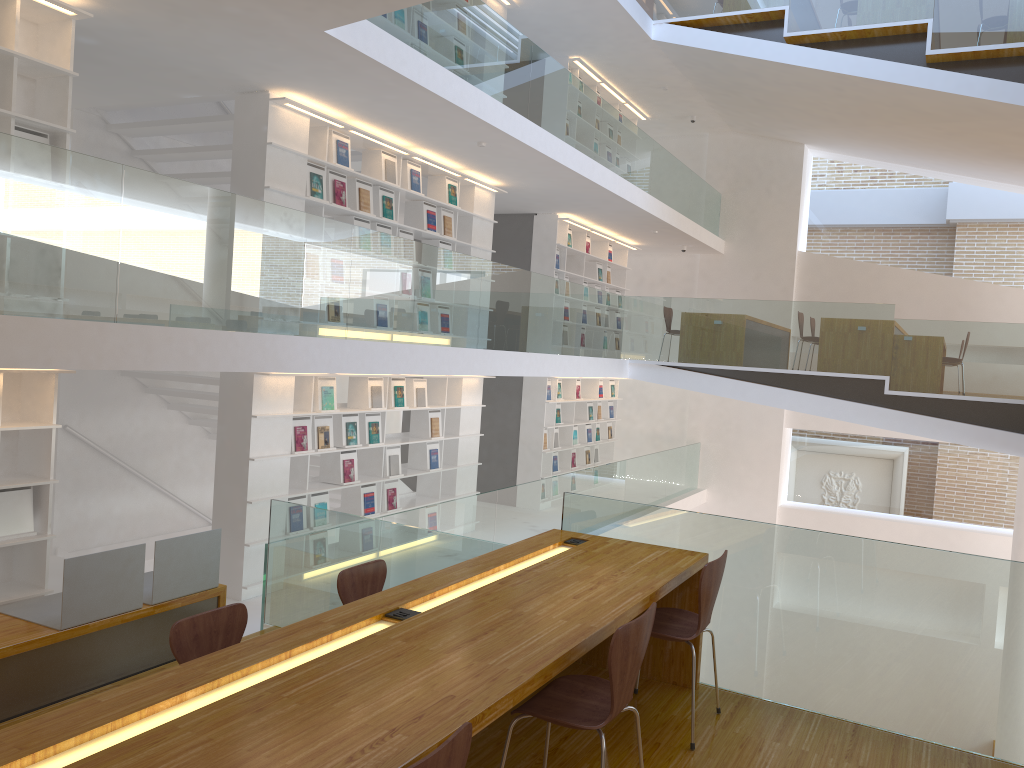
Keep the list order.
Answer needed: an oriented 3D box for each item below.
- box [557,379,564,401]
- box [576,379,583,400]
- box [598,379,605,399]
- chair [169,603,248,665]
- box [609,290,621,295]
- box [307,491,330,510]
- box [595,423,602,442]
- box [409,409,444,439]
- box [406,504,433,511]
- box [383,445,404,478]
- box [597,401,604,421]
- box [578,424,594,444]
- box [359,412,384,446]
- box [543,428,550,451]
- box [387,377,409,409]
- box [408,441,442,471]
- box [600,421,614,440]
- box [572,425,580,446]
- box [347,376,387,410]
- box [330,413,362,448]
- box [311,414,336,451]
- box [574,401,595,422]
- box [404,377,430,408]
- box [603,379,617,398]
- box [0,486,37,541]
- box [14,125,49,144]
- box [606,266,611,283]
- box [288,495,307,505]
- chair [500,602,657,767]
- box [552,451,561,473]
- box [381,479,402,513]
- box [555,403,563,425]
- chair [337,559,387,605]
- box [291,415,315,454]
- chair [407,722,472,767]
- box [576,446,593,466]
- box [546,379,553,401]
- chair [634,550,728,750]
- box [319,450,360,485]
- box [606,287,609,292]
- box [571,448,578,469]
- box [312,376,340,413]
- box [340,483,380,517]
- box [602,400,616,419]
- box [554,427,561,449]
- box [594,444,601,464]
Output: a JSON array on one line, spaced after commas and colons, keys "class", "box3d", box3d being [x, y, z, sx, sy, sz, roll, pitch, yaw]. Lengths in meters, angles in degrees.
[{"class": "box", "box3d": [0.554, 0.072, 12.150, 0.274, 0.296, 0.245, 5, 2, 26]}, {"class": "box", "box3d": [0.859, 0.070, 12.755, 0.274, 0.296, 0.245, 5, 2, 26]}, {"class": "box", "box3d": [1.269, 0.070, 13.581, 0.274, 0.296, 0.245, 5, 2, 26]}, {"class": "chair", "box3d": [-1.023, 1.226, 3.314, 0.381, 0.693, 0.428, 5, 2, 26]}, {"class": "box", "box3d": [1.595, -1.332, 14.004, 0.274, 0.296, 0.245, 5, 2, 26]}, {"class": "box", "box3d": [-1.719, 1.065, 7.620, 0.274, 0.296, 0.245, 5, 2, 26]}, {"class": "box", "box3d": [1.221, 0.725, 13.594, 0.274, 0.296, 0.245, 5, 2, 26]}, {"class": "box", "box3d": [-0.874, 0.408, 9.204, 0.274, 0.296, 0.245, 5, 2, 26]}, {"class": "box", "box3d": [-0.927, 1.391, 9.261, 0.274, 0.296, 0.245, 5, 2, 26]}, {"class": "box", "box3d": [-1.218, 0.736, 8.569, 0.274, 0.296, 0.245, 5, 2, 26]}, {"class": "box", "box3d": [1.247, 0.397, 13.592, 0.274, 0.296, 0.245, 5, 2, 26]}, {"class": "box", "box3d": [1.064, 0.725, 13.279, 0.274, 0.296, 0.245, 5, 2, 26]}, {"class": "box", "box3d": [-1.360, 0.409, 8.231, 0.274, 0.296, 0.245, 5, 2, 26]}, {"class": "box", "box3d": [0.344, 0.727, 11.837, 0.274, 0.296, 0.245, 5, 2, 26]}, {"class": "box", "box3d": [-1.168, 0.080, 8.560, 0.274, 0.296, 0.245, 5, 2, 26]}, {"class": "box", "box3d": [-0.895, 0.735, 9.216, 0.274, 0.296, 0.245, 5, 2, 26]}, {"class": "box", "box3d": [1.467, 0.724, 14.085, 0.274, 0.296, 0.245, 5, 2, 26]}, {"class": "box", "box3d": [0.824, 0.726, 12.798, 0.274, 0.296, 0.245, 5, 2, 26]}, {"class": "box", "box3d": [-1.335, 0.081, 8.226, 0.274, 0.296, 0.245, 5, 2, 26]}, {"class": "box", "box3d": [-1.513, 0.402, 7.922, 0.274, 0.296, 0.245, 5, 2, 26]}, {"class": "box", "box3d": [-1.685, 0.409, 7.607, 0.274, 0.296, 0.245, 5, 2, 26]}, {"class": "box", "box3d": [1.086, 0.398, 13.268, 0.274, 0.296, 0.245, 5, 2, 26]}, {"class": "box", "box3d": [-2.641, 1.824, 5.885, 0.498, 3.764, 7.125, 5, 2, 26]}, {"class": "box", "box3d": [1.504, 0.069, 14.051, 0.274, 0.296, 0.245, 5, 2, 26]}, {"class": "box", "box3d": [-2.975, 0.735, 5.189, 0.274, 0.296, 0.245, 5, 2, 26]}, {"class": "box", "box3d": [-2.841, -1.321, 5.119, 0.274, 0.296, 0.245, 5, 2, 26]}, {"class": "box", "box3d": [1.382, -1.658, 13.522, 0.274, 0.296, 0.245, 5, 2, 26]}, {"class": "box", "box3d": [-1.851, 1.065, 7.355, 0.274, 0.296, 0.245, 5, 2, 26]}, {"class": "chair", "box3d": [0.197, 1.010, 2.705, 0.381, 0.693, 0.428, 5, 2, 26]}, {"class": "box", "box3d": [0.508, 1.055, 12.219, 0.274, 0.296, 0.245, 5, 2, 26]}, {"class": "box", "box3d": [-1.237, 1.064, 8.585, 0.274, 0.296, 0.245, 5, 2, 26]}, {"class": "box", "box3d": [0.544, 0.394, 12.182, 0.274, 0.296, 0.245, 5, 2, 26]}, {"class": "chair", "box3d": [-0.589, 1.225, 4.183, 0.381, 0.693, 0.428, 5, 2, 26]}, {"class": "box", "box3d": [-1.809, 0.409, 7.330, 0.274, 0.296, 0.245, 5, 2, 26]}, {"class": "chair", "box3d": [-0.337, 1.009, 1.721, 0.381, 0.693, 0.428, 5, 2, 26]}, {"class": "box", "box3d": [1.049, 1.053, 13.303, 0.274, 0.296, 0.245, 5, 2, 26]}, {"class": "box", "box3d": [0.387, 0.075, 11.816, 0.274, 0.296, 0.245, 5, 2, 26]}, {"class": "chair", "box3d": [0.630, 1.009, 3.574, 0.381, 0.693, 0.428, 5, 2, 26]}, {"class": "box", "box3d": [-1.532, 0.730, 7.938, 0.274, 0.296, 0.245, 5, 2, 26]}, {"class": "box", "box3d": [1.356, -1.330, 13.525, 0.274, 0.296, 0.245, 5, 2, 26]}, {"class": "box", "box3d": [0.796, 1.054, 12.797, 0.274, 0.296, 0.245, 5, 2, 26]}, {"class": "box", "box3d": [-1.652, 0.081, 7.591, 0.274, 0.296, 0.245, 5, 2, 26]}, {"class": "box", "box3d": [-1.405, 1.065, 8.249, 0.274, 0.296, 0.245, 5, 2, 26]}, {"class": "box", "box3d": [1.482, 0.396, 14.062, 0.274, 0.296, 0.245, 5, 2, 26]}, {"class": "box", "box3d": [0.512, 0.727, 12.173, 0.274, 0.296, 0.245, 5, 2, 26]}, {"class": "box", "box3d": [1.209, 1.053, 13.623, 0.274, 0.296, 0.245, 5, 2, 26]}]
